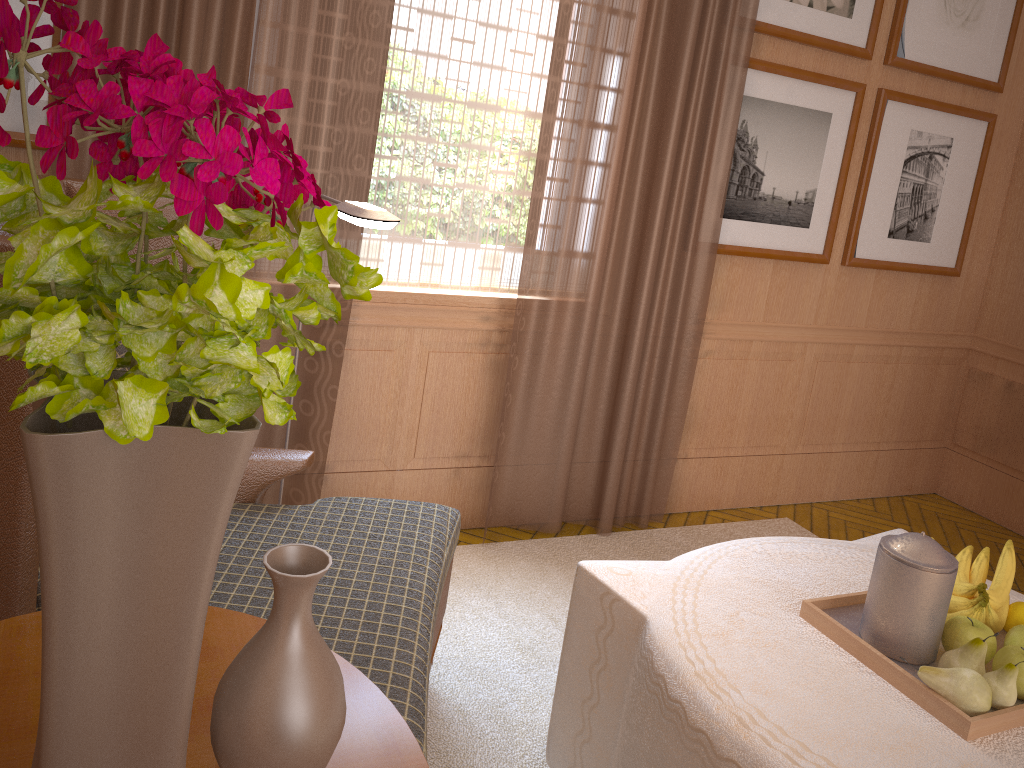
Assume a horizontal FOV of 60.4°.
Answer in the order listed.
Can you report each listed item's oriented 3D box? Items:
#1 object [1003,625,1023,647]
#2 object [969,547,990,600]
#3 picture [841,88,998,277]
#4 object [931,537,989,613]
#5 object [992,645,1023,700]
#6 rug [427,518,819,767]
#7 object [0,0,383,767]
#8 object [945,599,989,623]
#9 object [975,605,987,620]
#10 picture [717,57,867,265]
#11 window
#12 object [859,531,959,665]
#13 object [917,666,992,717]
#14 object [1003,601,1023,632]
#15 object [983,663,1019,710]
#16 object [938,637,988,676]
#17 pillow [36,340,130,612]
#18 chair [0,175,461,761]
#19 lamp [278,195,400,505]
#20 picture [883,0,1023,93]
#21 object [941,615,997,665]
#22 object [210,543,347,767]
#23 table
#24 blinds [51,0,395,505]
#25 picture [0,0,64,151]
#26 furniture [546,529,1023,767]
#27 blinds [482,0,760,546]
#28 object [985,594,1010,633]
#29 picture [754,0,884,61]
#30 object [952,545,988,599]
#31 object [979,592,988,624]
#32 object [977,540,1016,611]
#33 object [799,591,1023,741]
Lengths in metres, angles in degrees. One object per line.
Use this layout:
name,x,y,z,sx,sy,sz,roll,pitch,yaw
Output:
object,1.655,0.856,2.795,0.170,0.144,0.175,13,14,17
object,1.605,0.697,3.047,0.065,0.168,0.380,14,15,27
picture,2.997,-1.433,6.435,1.246,1.226,0.049,2,11,-28
object,1.485,0.680,3.041,0.104,0.156,0.385,8,15,-5
object,1.547,0.879,2.672,0.155,0.132,0.163,3,14,-23
rug,1.051,2.179,1.406,5.981,0.020,8.167,1,17,-27
object,-0.454,0.061,1.110,0.523,1.069,0.466,3,12,-29
object,1.462,0.728,3.044,0.071,0.182,0.403,6,15,-14
object,1.524,0.734,3.062,0.062,0.178,0.403,9,14,0
picture,1.752,-1.442,5.788,1.246,1.226,0.049,2,11,-28
window,-0.398,-2.182,4.995,2.427,3.316,0.866,3,11,-28
object,1.279,0.658,2.828,0.237,0.385,0.236,15,12,28
object,1.283,0.887,2.540,0.193,0.126,0.136,7,13,-8
object,1.767,0.822,3.058,0.115,0.131,0.109,13,12,18
object,1.424,0.872,2.571,0.098,0.145,0.100,10,11,7
object,1.375,0.849,2.678,0.130,0.193,0.132,10,11,7
pillow,-1.411,0.261,2.677,0.537,0.693,1.100,8,14,-4
chair,-1.003,0.476,2.719,1.718,1.936,1.956,8,12,-3
lamp,-0.753,0.260,3.531,0.636,1.989,0.569,13,10,23
picture,3.207,-2.781,6.218,1.246,1.226,0.049,2,11,-28
object,1.459,0.825,2.814,0.155,0.132,0.163,3,14,-23
object,-0.324,0.415,1.252,0.186,0.351,0.189,10,11,5
table,-0.662,1.232,1.313,0.922,1.346,1.065,5,12,-20
blinds,-1.305,-1.383,4.093,1.423,4.711,0.272,4,10,-27
picture,-2.385,-1.638,3.599,1.047,1.226,0.049,2,11,-28
furniture,1.331,1.322,2.925,1.946,0.882,2.001,0,17,-30
blinds,0.753,-1.374,5.163,1.443,4.700,0.272,3,11,-29
object,1.670,0.748,3.017,0.073,0.169,0.399,16,16,36
picture,1.962,-2.790,5.571,1.246,1.226,0.049,2,11,-28
object,1.580,0.666,3.083,0.092,0.126,0.414,13,15,19
object,1.617,0.747,3.042,0.063,0.195,0.390,13,15,26
object,1.674,0.670,3.015,0.072,0.165,0.406,17,16,37
object,1.474,0.863,2.890,0.798,0.059,0.656,1,17,-27
